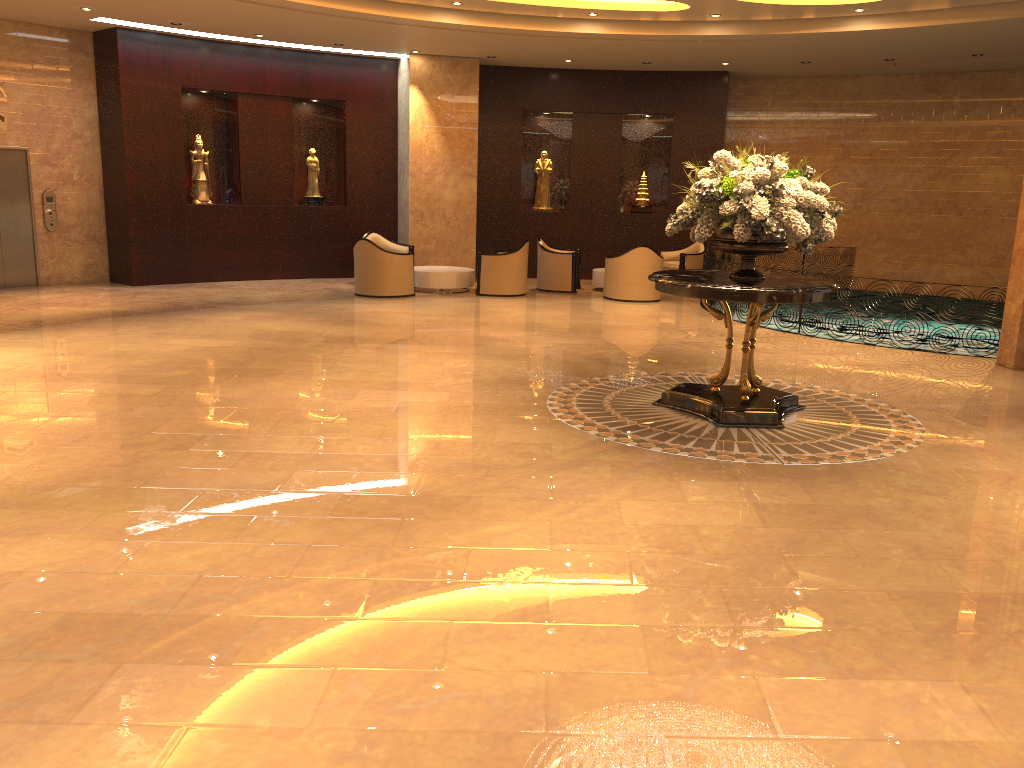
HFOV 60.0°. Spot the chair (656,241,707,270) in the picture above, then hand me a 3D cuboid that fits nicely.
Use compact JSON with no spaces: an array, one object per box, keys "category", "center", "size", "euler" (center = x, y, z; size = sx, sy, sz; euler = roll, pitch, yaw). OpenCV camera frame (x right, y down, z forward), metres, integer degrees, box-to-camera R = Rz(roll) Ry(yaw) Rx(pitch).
[{"category":"chair","center":[3.141,-2.183,16.246],"size":[0.769,0.916,0.951],"euler":[-4,14,-25]}]

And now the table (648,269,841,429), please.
[{"category":"table","center":[1.830,-0.322,7.223],"size":[1.493,1.089,1.493],"euler":[0,13,-7]}]

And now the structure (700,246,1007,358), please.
[{"category":"structure","center":[4.936,-1.508,14.100],"size":[3.815,0.995,7.624],"euler":[6,13,17]}]

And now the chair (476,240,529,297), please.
[{"category":"chair","center":[-0.114,-1.957,14.795],"size":[0.769,0.916,0.951],"euler":[5,13,14]}]

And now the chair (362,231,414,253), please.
[{"category":"chair","center":[-2.283,-2.239,15.784],"size":[0.951,0.916,0.769],"euler":[-9,16,-40]}]

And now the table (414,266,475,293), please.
[{"category":"table","center":[-1.241,-1.795,15.213],"size":[1.196,0.354,1.196],"euler":[8,14,25]}]

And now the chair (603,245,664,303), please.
[{"category":"chair","center":[2.023,-1.833,14.511],"size":[0.951,0.916,0.769],"euler":[0,13,-6]}]

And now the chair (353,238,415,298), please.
[{"category":"chair","center":[-2.107,-1.875,14.159],"size":[0.951,0.916,0.769],"euler":[10,15,33]}]

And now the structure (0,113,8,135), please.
[{"category":"structure","center":[-7.786,-3.923,13.219],"size":[0.012,0.405,0.504],"euler":[10,15,34]}]

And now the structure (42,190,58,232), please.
[{"category":"structure","center":[-7.341,-2.751,14.096],"size":[0.053,0.661,0.200],"euler":[12,16,38]}]

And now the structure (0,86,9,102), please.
[{"category":"structure","center":[-7.773,-4.359,13.121],"size":[0.010,0.293,0.600],"euler":[10,15,34]}]

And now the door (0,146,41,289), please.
[{"category":"door","center":[-7.869,-2.536,13.553],"size":[0.150,2.149,1.070],"euler":[10,15,34]}]

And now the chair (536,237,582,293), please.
[{"category":"chair","center":[0.819,-2.117,15.640],"size":[0.769,0.916,0.951],"euler":[4,13,9]}]

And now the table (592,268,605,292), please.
[{"category":"table","center":[2.036,-1.847,15.878],"size":[1.196,0.354,1.196],"euler":[8,14,26]}]

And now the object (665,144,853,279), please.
[{"category":"object","center":[1.879,-1.333,6.969],"size":[1.277,0.999,1.318],"euler":[9,14,29]}]
